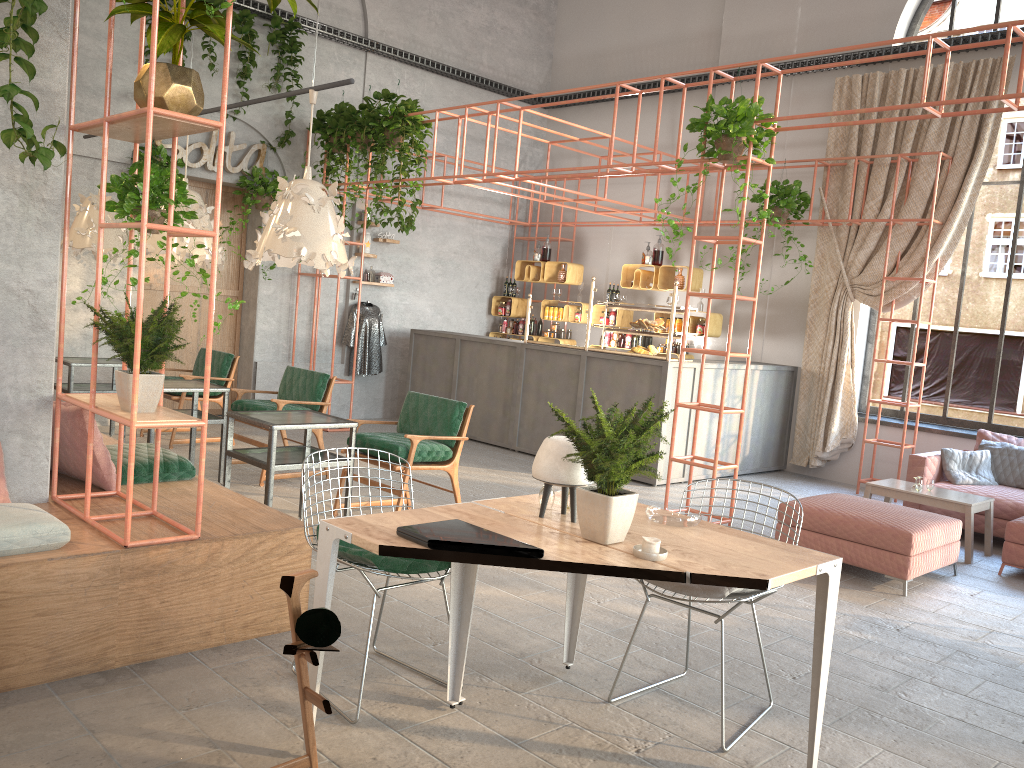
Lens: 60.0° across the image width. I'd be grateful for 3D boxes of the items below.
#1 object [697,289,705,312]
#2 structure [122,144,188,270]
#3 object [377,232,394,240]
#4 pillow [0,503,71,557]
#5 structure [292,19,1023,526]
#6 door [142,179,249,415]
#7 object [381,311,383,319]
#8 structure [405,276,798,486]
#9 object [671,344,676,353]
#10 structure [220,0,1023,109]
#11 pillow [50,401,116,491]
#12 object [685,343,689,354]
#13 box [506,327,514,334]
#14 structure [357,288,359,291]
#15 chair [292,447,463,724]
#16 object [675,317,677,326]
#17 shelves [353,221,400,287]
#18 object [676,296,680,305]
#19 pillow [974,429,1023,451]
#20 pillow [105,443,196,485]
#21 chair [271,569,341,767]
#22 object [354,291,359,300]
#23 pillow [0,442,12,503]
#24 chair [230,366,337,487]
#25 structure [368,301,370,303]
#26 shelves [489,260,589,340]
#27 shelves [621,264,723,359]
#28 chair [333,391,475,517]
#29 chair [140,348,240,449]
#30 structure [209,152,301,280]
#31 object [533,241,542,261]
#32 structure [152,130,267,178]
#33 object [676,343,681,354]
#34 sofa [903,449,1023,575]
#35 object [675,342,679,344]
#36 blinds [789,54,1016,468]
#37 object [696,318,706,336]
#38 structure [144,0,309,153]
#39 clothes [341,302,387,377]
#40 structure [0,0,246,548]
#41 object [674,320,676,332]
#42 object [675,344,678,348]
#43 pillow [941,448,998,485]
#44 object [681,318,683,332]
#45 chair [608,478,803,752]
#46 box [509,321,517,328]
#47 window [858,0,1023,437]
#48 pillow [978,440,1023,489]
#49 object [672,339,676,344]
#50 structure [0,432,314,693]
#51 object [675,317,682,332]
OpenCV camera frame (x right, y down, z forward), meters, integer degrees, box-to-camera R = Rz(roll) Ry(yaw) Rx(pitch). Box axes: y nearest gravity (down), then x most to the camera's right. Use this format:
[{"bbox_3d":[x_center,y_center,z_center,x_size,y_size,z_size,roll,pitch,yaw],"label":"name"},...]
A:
[{"bbox_3d":[2.255,-0.999,10.586,0.075,0.273,0.075,8,6,34],"label":"object"},{"bbox_3d":[-3.922,-2.010,9.407,0.921,1.527,0.950,4,5,-11],"label":"structure"},{"bbox_3d":[-1.631,-1.922,11.476,0.263,0.101,0.013,0,7,-45],"label":"object"},{"bbox_3d":[-2.149,0.583,3.488,0.637,0.149,0.491,1,7,-44],"label":"pillow"},{"bbox_3d":[3.647,-0.463,6.843,4.157,4.247,14.689,0,7,-45],"label":"structure"},{"bbox_3d":[-3.954,-1.018,10.488,1.360,2.729,0.551,0,7,-45],"label":"door"},{"bbox_3d":[-1.713,-0.880,11.649,0.033,0.146,0.070,7,5,16],"label":"object"},{"bbox_3d":[1.002,-0.235,10.929,2.579,2.022,4.057,0,7,-45],"label":"structure"},{"bbox_3d":[1.925,-0.429,10.721,0.115,0.107,0.115,6,5,12],"label":"object"},{"bbox_3d":[0.353,-3.296,2.712,15.603,0.110,15.203,0,7,-45],"label":"structure"},{"bbox_3d":[-2.366,0.279,4.653,0.839,0.474,0.276,9,6,35],"label":"pillow"},{"bbox_3d":[2.121,-0.430,10.809,0.073,0.131,0.073,9,6,38],"label":"object"},{"bbox_3d":[-0.024,-0.763,12.679,0.058,0.093,0.122,0,7,-45],"label":"box"},{"bbox_3d":[-1.964,-1.208,11.357,0.066,0.044,0.019,0,7,-45],"label":"structure"},{"bbox_3d":[-0.544,0.787,3.660,0.565,0.941,0.717,1,7,-43],"label":"chair"},{"bbox_3d":[1.985,-0.720,10.852,0.069,0.191,0.069,5,5,-6],"label":"object"},{"bbox_3d":[-1.735,-1.661,11.391,0.560,0.790,0.186,0,7,-44],"label":"shelves"},{"bbox_3d":[1.978,-0.975,10.690,0.083,0.159,0.083,5,5,0],"label":"object"},{"bbox_3d":[4.607,0.704,8.047,0.276,0.474,0.839,0,7,-44],"label":"pillow"},{"bbox_3d":[-2.156,0.451,5.042,0.491,0.149,0.637,1,7,-44],"label":"pillow"},{"bbox_3d":[-0.612,0.890,2.415,0.685,0.917,0.722,0,7,-45],"label":"chair"},{"bbox_3d":[-1.983,-1.133,11.330,0.093,0.121,0.049,1,7,-42],"label":"object"},{"bbox_3d":[-2.464,0.396,3.713,0.289,0.385,0.666,9,6,40],"label":"pillow"},{"bbox_3d":[-2.002,0.330,7.632,0.685,0.930,0.722,0,7,-45],"label":"chair"},{"bbox_3d":[-1.850,-1.057,11.497,0.066,0.044,0.019,0,7,-45],"label":"structure"},{"bbox_3d":[0.409,-0.782,12.407,0.328,1.838,1.750,0,7,-45],"label":"shelves"},{"bbox_3d":[1.745,-0.547,11.048,0.328,1.838,1.750,0,7,-45],"label":"shelves"},{"bbox_3d":[-0.770,0.547,6.380,0.685,0.929,0.722,0,7,-45],"label":"chair"},{"bbox_3d":[-3.208,0.118,8.859,0.685,0.930,0.722,0,7,-45],"label":"chair"},{"bbox_3d":[-3.012,-1.989,10.366,0.921,1.527,0.950,10,7,43],"label":"structure"},{"bbox_3d":[0.376,-1.875,12.547,0.134,0.301,0.134,8,6,34],"label":"object"},{"bbox_3d":[-3.323,-2.607,9.817,1.312,0.505,0.063,0,7,-45],"label":"structure"},{"bbox_3d":[2.023,-0.430,10.704,0.073,0.131,0.073,9,6,38],"label":"object"},{"bbox_3d":[4.284,1.069,7.136,1.960,0.672,2.219,0,7,-44],"label":"sofa"},{"bbox_3d":[2.028,-0.447,10.903,0.073,0.131,0.073,7,5,17],"label":"object"},{"bbox_3d":[5.095,-0.964,8.306,0.414,4.389,4.957,1,7,-43],"label":"blinds"},{"bbox_3d":[2.241,-0.670,10.436,0.131,0.207,0.131,5,5,0],"label":"object"},{"bbox_3d":[-3.170,-3.425,9.675,0.856,1.514,1.939,9,6,39],"label":"structure"},{"bbox_3d":[-1.878,-0.555,11.443,0.366,0.997,0.625,7,5,25],"label":"clothes"},{"bbox_3d":[-2.790,-1.248,2.625,14.096,4.345,4.501,10,7,44],"label":"structure"},{"bbox_3d":[1.933,-0.711,10.689,0.069,0.191,0.069,4,5,-9],"label":"object"},{"bbox_3d":[2.013,-0.428,10.808,0.115,0.107,0.115,1,6,-39],"label":"object"},{"bbox_3d":[4.105,0.752,7.914,0.500,0.324,0.307,4,5,-10],"label":"pillow"},{"bbox_3d":[2.041,-0.711,10.796,0.069,0.191,0.069,7,5,17],"label":"object"},{"bbox_3d":[0.814,0.905,3.711,0.565,0.941,0.717,9,6,41],"label":"chair"},{"bbox_3d":[0.011,-0.855,12.701,0.058,0.093,0.122,2,6,-33],"label":"box"},{"bbox_3d":[5.662,-2.175,8.489,0.089,5.538,4.127,0,7,-45],"label":"window"},{"bbox_3d":[4.488,0.733,7.953,0.289,0.385,0.666,0,7,-44],"label":"pillow"},{"bbox_3d":[1.937,-0.540,10.802,0.115,0.107,0.115,6,5,12],"label":"object"},{"bbox_3d":[-4.559,0.557,4.774,4.386,0.500,5.831,0,7,-45],"label":"structure"},{"bbox_3d":[1.996,-0.700,10.625,0.069,0.191,0.069,3,5,-28],"label":"object"}]
